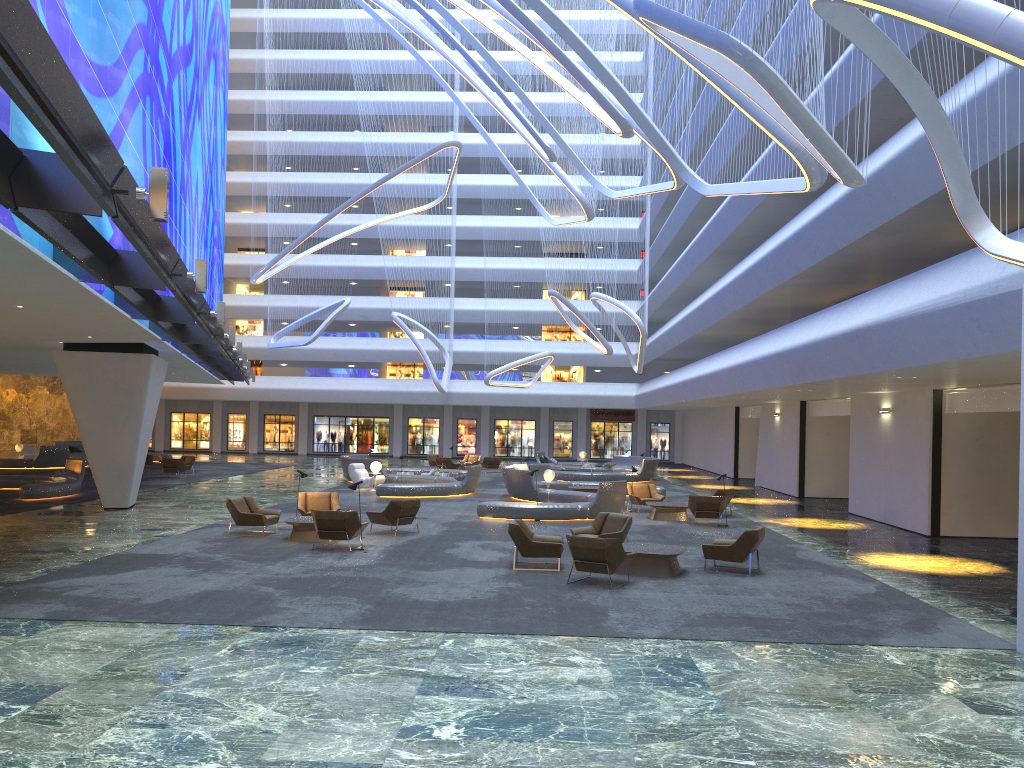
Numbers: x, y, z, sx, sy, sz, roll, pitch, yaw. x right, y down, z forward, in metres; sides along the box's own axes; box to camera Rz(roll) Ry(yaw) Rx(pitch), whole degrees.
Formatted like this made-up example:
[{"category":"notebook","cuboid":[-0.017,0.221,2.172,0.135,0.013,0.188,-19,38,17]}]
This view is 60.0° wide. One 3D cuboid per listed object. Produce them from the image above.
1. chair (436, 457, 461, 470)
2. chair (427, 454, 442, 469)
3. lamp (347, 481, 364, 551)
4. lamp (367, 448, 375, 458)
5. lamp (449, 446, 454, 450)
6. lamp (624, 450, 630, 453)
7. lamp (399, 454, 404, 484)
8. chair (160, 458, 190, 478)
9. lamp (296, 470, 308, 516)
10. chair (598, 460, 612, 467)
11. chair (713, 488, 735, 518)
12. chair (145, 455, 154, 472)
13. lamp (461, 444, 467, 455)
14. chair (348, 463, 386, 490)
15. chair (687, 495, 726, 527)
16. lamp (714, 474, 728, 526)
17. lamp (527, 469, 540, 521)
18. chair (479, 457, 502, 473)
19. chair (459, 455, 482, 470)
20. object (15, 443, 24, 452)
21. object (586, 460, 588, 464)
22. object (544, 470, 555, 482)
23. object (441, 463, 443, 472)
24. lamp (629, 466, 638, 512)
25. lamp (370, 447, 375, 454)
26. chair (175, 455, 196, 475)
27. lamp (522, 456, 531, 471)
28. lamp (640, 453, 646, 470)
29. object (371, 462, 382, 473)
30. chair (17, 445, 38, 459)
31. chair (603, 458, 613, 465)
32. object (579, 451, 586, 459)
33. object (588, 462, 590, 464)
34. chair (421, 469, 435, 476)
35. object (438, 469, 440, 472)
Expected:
[{"category":"chair","cuboid":[-3.008,3.778,41.147,0.929,0.766,0.939,0,-2,43]},{"category":"chair","cuboid":[-3.701,3.881,43.885,0.930,0.766,0.938,3,-2,-44]},{"category":"lamp","cuboid":[-2.913,2.451,16.565,0.384,1.300,0.202,1,-1,20]},{"category":"lamp","cuboid":[-5.611,3.189,35.046,0.384,1.300,0.202,1,-1,-5]},{"category":"lamp","cuboid":[-2.766,3.503,40.898,0.202,1.300,0.384,2,-1,-35]},{"category":"lamp","cuboid":[5.405,3.708,41.479,0.384,1.300,0.202,1,-1,2]},{"category":"lamp","cuboid":[-3.737,3.009,29.922,0.202,1.300,0.384,1,-1,-22]},{"category":"chair","cuboid":[-13.188,3.271,34.579,0.929,0.766,0.939,1,-2,0]},{"category":"lamp","cuboid":[-4.669,2.543,19.598,0.202,1.300,0.384,1,-1,19]},{"category":"chair","cuboid":[4.738,4.018,42.755,0.938,0.766,0.930,0,-2,35]},{"category":"chair","cuboid":[5.565,3.243,24.369,0.938,0.766,0.930,0,-2,35]},{"category":"chair","cuboid":[-15.326,3.312,36.612,0.930,0.766,0.939,2,-2,-24]},{"category":"lamp","cuboid":[-2.455,3.661,44.389,0.384,1.300,0.202,2,-1,-36]},{"category":"chair","cuboid":[-5.103,3.245,31.192,1.157,0.881,0.729,1,-1,21]},{"category":"chair","cuboid":[4.818,3.122,21.945,0.929,0.766,0.939,1,-2,8]},{"category":"lamp","cuboid":[5.161,2.857,21.878,0.384,1.300,0.202,1,-1,20]},{"category":"lamp","cuboid":[0.538,2.767,22.133,0.384,1.300,0.202,1,-1,20]},{"category":"chair","cuboid":[-1.001,3.889,42.698,0.929,0.766,0.939,2,-2,-19]},{"category":"chair","cuboid":[-2.050,3.938,44.358,0.929,0.766,0.939,1,-2,21]},{"category":"object","cuboid":[-22.501,2.897,40.470,0.367,0.387,0.318,1,-1,9]},{"category":"object","cuboid":[3.754,3.909,44.281,0.131,0.252,0.103,2,-1,-15]},{"category":"object","cuboid":[1.166,2.865,27.697,0.367,0.387,0.318,1,-1,9]},{"category":"object","cuboid":[-2.765,3.323,35.141,0.066,0.355,0.076,2,-1,-31]},{"category":"lamp","cuboid":[3.406,2.950,24.911,0.202,1.300,0.384,1,-1,19]},{"category":"lamp","cuboid":[-5.960,3.284,37.435,0.202,1.300,0.384,2,-1,-44]},{"category":"chair","cuboid":[-13.612,3.345,36.498,0.929,0.766,0.939,0,-2,41]},{"category":"lamp","cuboid":[0.517,3.122,30.383,0.384,1.300,0.202,1,-1,20]},{"category":"lamp","cuboid":[5.534,3.536,37.423,0.202,1.300,0.384,2,-1,-38]},{"category":"object","cuboid":[-4.661,2.854,30.394,0.367,0.387,0.318,2,-1,-16]},{"category":"chair","cuboid":[-22.565,3.301,41.375,0.729,0.881,1.157,3,-2,-44]},{"category":"chair","cuboid":[5.249,4.128,45.053,0.939,0.766,0.929,3,-2,-38]},{"category":"object","cuboid":[3.747,3.759,46.907,0.367,0.387,0.318,2,-1,-16]},{"category":"object","cuboid":[3.849,3.983,44.398,0.071,0.118,0.071,2,-1,-15]},{"category":"chair","cuboid":[-3.831,3.635,35.187,1.785,0.501,0.585,3,-2,-34]},{"category":"object","cuboid":[-2.895,3.435,35.054,0.071,0.118,0.151,1,-2,12]}]
